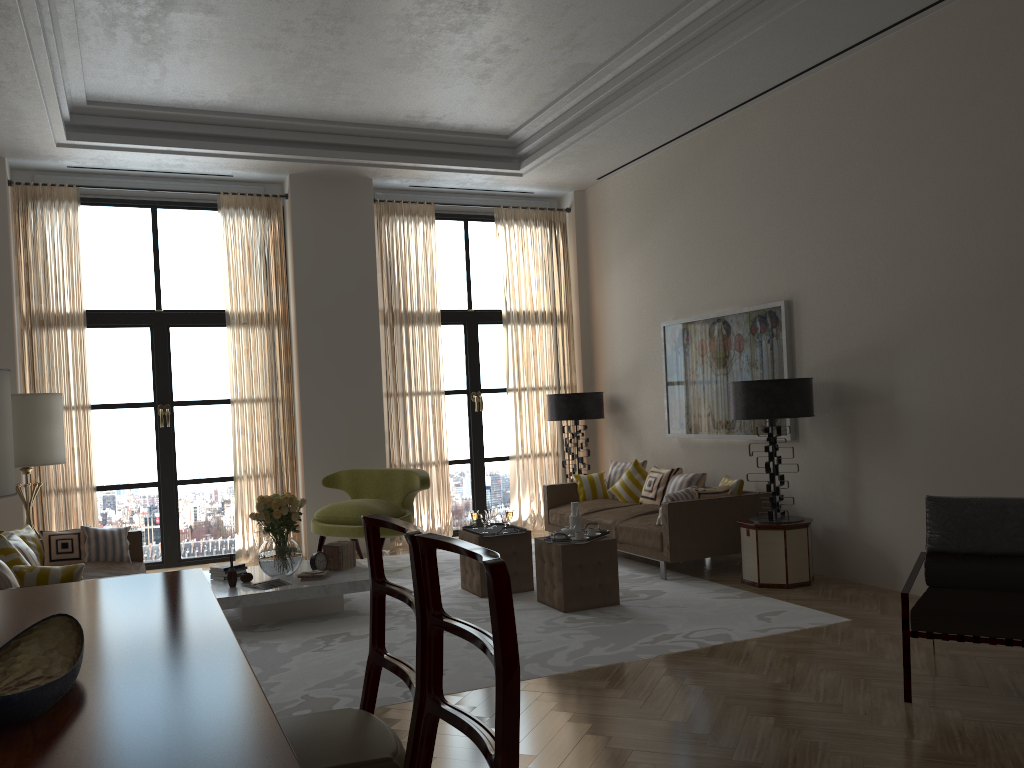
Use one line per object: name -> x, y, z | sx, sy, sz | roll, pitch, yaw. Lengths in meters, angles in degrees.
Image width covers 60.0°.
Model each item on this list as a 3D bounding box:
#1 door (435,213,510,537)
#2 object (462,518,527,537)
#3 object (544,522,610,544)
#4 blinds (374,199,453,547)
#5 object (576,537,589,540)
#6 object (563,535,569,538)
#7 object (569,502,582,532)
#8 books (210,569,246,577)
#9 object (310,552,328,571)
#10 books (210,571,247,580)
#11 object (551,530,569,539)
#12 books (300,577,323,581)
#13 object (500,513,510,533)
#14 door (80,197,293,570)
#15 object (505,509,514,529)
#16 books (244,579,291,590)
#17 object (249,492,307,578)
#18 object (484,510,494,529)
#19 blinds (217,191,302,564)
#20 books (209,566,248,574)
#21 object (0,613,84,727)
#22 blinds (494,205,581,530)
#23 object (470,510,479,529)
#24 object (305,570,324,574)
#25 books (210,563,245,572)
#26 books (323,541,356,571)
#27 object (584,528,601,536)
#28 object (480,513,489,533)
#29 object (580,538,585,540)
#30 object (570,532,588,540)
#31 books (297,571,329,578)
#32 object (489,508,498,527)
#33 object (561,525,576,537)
door -> -0.555, -0.144, 13.173 | 3.084, 4.768, 0.240 | -3, 0, -23
object -> -0.188, 1.464, 9.104 | 0.490, 0.092, 0.802 | -2, -1, -23
object -> 0.614, 1.396, 8.331 | 0.441, 0.101, 0.720 | -3, -2, 30
blinds -> -1.410, -0.129, 12.558 | 0.959, 4.875, 0.419 | -3, 0, -21
object -> 0.630, 1.418, 8.092 | 0.187, 0.015, 0.041 | -2, -2, -37
object -> 0.497, 1.412, 8.181 | 0.052, 0.027, 0.080 | -3, -1, 24
object -> 0.609, 1.290, 8.518 | 0.113, 0.305, 0.125 | -3, 0, 13
books -> -2.766, 1.837, 8.645 | 0.207, 0.024, 0.262 | -4, -2, 30
object -> -1.888, 1.745, 8.677 | 0.082, 0.209, 0.204 | -3, 0, 28
books -> -2.766, 1.867, 8.657 | 0.207, 0.035, 0.280 | -4, -2, 34
object -> 0.441, 1.396, 8.216 | 0.176, 0.067, 0.176 | -4, -2, 42
books -> -1.895, 1.832, 8.416 | 0.197, 0.024, 0.256 | -3, -1, -6
object -> -0.066, 1.393, 8.847 | 0.098, 0.192, 0.098 | -3, 0, -24
door -> -4.491, 0.005, 11.466 | 3.256, 4.768, 0.240 | -3, 0, -23
object -> -0.024, 1.399, 9.171 | 0.098, 0.192, 0.098 | -3, 0, 2
books -> -2.262, 1.838, 8.174 | 0.384, 0.038, 0.281 | -4, -2, 39
object -> -2.228, 1.465, 8.591 | 0.539, 0.821, 0.627 | -3, 0, -28
object -> -0.233, 1.411, 9.243 | 0.098, 0.192, 0.098 | -3, 0, -24
blinds -> -3.332, -0.056, 11.723 | 0.873, 4.875, 0.418 | -3, 0, -21
books -> -2.771, 1.813, 8.658 | 0.230, 0.024, 0.280 | -4, -2, 32
object -> -1.594, 0.940, 2.865 | 0.331, 0.164, 1.084 | -3, -1, -13
blinds -> 0.402, -0.198, 13.342 | 1.241, 4.875, 0.418 | -3, 0, -21
object -> -0.389, 1.418, 9.255 | 0.098, 0.192, 0.098 | -3, 0, -41
object -> -1.878, 1.787, 8.431 | 0.139, 0.019, 0.137 | -2, -2, -39
books -> -2.774, 1.785, 8.647 | 0.207, 0.030, 0.260 | -4, -2, 34
books -> -1.723, 1.716, 8.863 | 0.211, 0.264, 0.281 | -3, -1, 27
object -> 0.753, 1.399, 8.380 | 0.176, 0.067, 0.176 | -2, -1, -25
object -> -0.274, 1.405, 8.927 | 0.098, 0.192, 0.098 | -3, 0, 2
object -> 0.647, 1.415, 8.061 | 0.053, 0.026, 0.049 | -2, -1, -22
object -> 0.623, 1.398, 8.158 | 0.176, 0.067, 0.176 | -2, -1, -22
books -> -1.886, 1.808, 8.420 | 0.255, 0.026, 0.202 | -3, -1, 2
object -> -0.192, 1.412, 9.380 | 0.098, 0.192, 0.098 | -3, 0, 24
object -> 0.526, 1.391, 8.383 | 0.176, 0.105, 0.136 | -2, -1, -27
